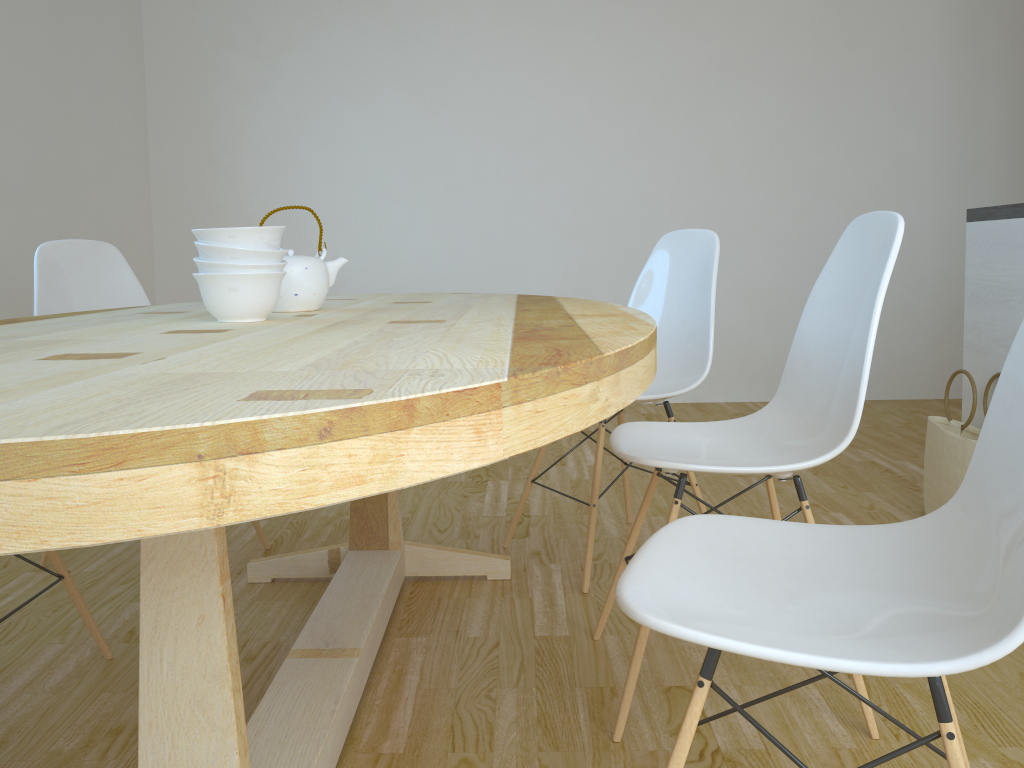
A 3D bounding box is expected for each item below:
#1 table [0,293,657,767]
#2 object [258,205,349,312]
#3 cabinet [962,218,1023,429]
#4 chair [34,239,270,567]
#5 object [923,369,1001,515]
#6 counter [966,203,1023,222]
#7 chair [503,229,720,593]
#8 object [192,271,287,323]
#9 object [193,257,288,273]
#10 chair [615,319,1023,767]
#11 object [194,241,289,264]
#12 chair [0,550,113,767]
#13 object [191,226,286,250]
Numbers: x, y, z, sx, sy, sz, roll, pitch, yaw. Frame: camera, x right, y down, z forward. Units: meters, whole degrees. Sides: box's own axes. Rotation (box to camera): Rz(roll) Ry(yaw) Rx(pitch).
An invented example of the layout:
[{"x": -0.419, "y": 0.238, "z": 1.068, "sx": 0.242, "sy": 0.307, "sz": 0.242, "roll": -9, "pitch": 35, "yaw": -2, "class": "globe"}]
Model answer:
[{"x": -0.355, "y": 0.240, "z": 1.613, "sx": 1.193, "sy": 0.721, "sz": 2.204, "roll": -1, "pitch": 8, "yaw": -1, "class": "table"}, {"x": -0.428, "y": -0.252, "z": 1.774, "sx": 0.177, "sy": 0.210, "sz": 0.148, "roll": -1, "pitch": 6, "yaw": 0, "class": "object"}, {"x": 1.665, "y": 0.130, "z": 1.504, "sx": 0.600, "sy": 0.904, "sz": 2.416, "roll": -1, "pitch": 8, "yaw": 1, "class": "cabinet"}, {"x": -1.034, "y": 0.042, "z": 2.472, "sx": 0.523, "sy": 0.897, "sz": 0.432, "roll": 2, "pitch": 6, "yaw": 31, "class": "chair"}, {"x": 0.853, "y": 0.240, "z": 2.308, "sx": 1.191, "sy": 0.499, "sz": 0.473, "roll": -4, "pitch": 7, "yaw": -21, "class": "object"}, {"x": 1.657, "y": -0.341, "z": 1.466, "sx": 0.600, "sy": 0.040, "sz": 2.417, "roll": -1, "pitch": 8, "yaw": 1, "class": "counter"}, {"x": 0.295, "y": 0.023, "z": 2.447, "sx": 0.524, "sy": 0.897, "sz": 0.431, "roll": -4, "pitch": 6, "yaw": -29, "class": "chair"}, {"x": -0.456, "y": -0.147, "z": 1.491, "sx": 0.152, "sy": 0.082, "sz": 0.152, "roll": 5, "pitch": 9, "yaw": 40, "class": "object"}, {"x": -0.453, "y": -0.170, "z": 1.487, "sx": 0.151, "sy": 0.092, "sz": 0.152, "roll": 5, "pitch": 9, "yaw": 39, "class": "object"}, {"x": 0.361, "y": 0.234, "z": 0.959, "sx": 0.523, "sy": 0.897, "sz": 0.432, "roll": 1, "pitch": 6, "yaw": 21, "class": "chair"}, {"x": -0.451, "y": -0.193, "z": 1.484, "sx": 0.151, "sy": 0.095, "sz": 0.153, "roll": 1, "pitch": 7, "yaw": 17, "class": "object"}, {"x": -1.110, "y": 0.163, "z": 1.626, "sx": 0.523, "sy": 0.897, "sz": 0.432, "roll": -1, "pitch": 5, "yaw": 1, "class": "chair"}, {"x": -0.454, "y": -0.221, "z": 1.481, "sx": 0.152, "sy": 0.086, "sz": 0.152, "roll": 3, "pitch": 8, "yaw": 29, "class": "object"}]
